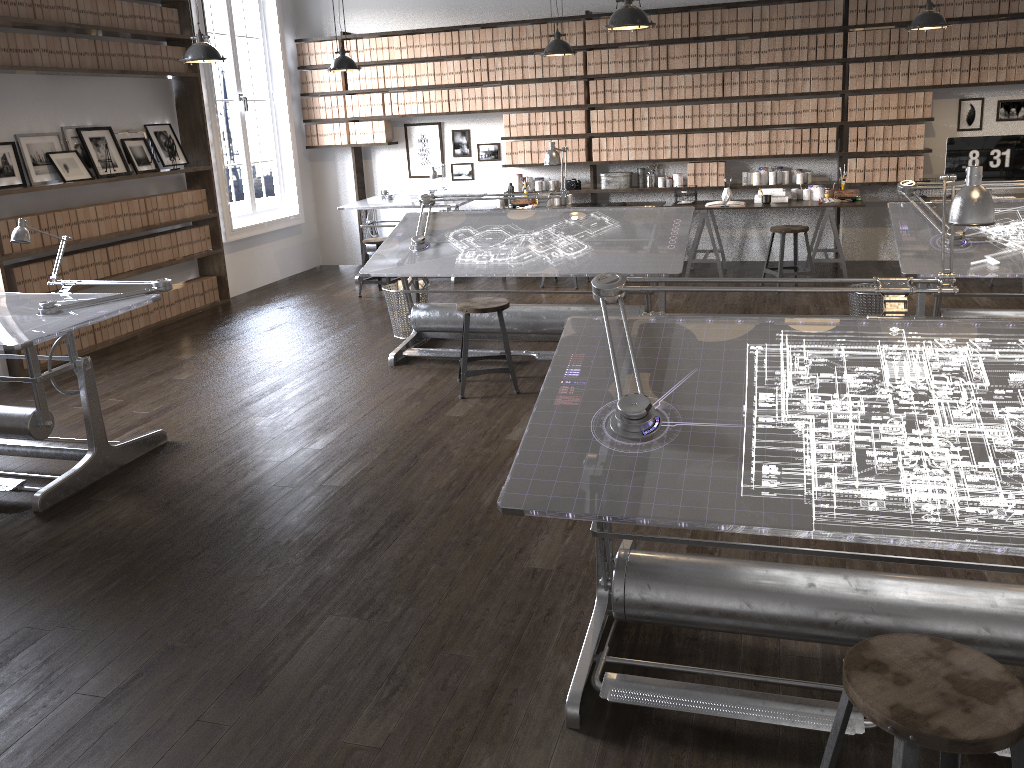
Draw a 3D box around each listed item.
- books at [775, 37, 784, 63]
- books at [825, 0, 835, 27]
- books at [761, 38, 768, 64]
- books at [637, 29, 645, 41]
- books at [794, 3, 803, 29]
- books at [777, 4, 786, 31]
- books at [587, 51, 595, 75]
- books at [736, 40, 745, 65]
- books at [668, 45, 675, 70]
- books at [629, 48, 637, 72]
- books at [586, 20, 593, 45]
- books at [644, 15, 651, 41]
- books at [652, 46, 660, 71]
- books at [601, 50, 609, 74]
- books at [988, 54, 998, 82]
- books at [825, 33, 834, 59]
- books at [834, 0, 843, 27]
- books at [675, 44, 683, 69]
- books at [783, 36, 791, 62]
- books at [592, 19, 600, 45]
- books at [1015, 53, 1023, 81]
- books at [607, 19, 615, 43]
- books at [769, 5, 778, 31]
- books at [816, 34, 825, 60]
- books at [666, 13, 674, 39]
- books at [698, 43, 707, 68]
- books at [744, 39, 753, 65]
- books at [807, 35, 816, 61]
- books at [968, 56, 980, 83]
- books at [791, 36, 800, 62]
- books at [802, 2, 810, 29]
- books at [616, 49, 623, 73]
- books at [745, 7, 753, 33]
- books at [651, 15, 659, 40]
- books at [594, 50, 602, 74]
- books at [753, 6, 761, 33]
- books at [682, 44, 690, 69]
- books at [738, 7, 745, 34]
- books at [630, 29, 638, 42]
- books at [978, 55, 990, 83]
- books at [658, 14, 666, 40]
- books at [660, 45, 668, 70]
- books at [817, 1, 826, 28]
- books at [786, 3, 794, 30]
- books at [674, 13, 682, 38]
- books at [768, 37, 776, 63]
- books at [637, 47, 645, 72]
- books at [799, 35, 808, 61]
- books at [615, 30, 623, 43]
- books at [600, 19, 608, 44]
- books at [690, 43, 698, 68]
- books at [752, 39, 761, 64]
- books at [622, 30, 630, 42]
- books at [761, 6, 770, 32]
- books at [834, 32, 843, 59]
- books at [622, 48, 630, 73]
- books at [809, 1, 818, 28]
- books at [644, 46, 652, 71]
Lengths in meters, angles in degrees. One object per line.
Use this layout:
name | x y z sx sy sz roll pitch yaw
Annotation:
books | 2.437 -3.038 8.069 0.067 0.223 0.177 1 16 17
books | 2.830 -3.289 7.885 0.067 0.223 0.176 1 16 17
books | 2.313 -3.043 8.109 0.067 0.223 0.177 1 16 17
books | 1.229 -3.349 8.361 0.067 0.223 0.177 1 16 17
books | 2.572 -3.298 7.959 0.067 0.223 0.177 1 16 17
books | 2.436 -3.304 8.002 0.067 0.223 0.177 1 16 17
books | 0.778 -3.103 8.572 0.067 0.223 0.176 1 16 17
books | 2.111 -3.052 8.174 0.067 0.223 0.176 1 16 17
books | 1.517 -3.075 8.351 0.067 0.223 0.177 1 16 17
books | 1.170 -3.088 8.454 0.067 0.223 0.177 1 16 17
books | 0.760 -3.367 8.502 0.067 0.223 0.177 1 16 17
books | 1.290 -3.347 8.344 0.067 0.223 0.177 1 16 17
books | 1.374 -3.080 8.393 0.067 0.223 0.177 1 16 17
books | 0.910 -3.096 8.526 0.067 0.223 0.177 1 16 17
books | 4.127 -2.718 7.634 0.067 0.223 0.177 1 16 17
books | 2.850 -3.024 7.952 0.067 0.223 0.177 1 16 17
books | 2.896 -3.285 7.861 0.067 0.223 0.176 1 16 17
books | 1.579 -3.072 8.330 0.067 0.223 0.177 1 16 17
books | 2.503 -3.037 8.055 0.067 0.223 0.177 1 16 17
books | 0.819 -3.363 8.480 0.067 0.223 0.177 1 16 17
books | 4.332 -2.712 7.578 0.067 0.223 0.177 1 16 17
books | 0.959 -3.359 8.441 0.067 0.223 0.176 1 16 17
books | 2.370 -3.307 8.024 0.067 0.223 0.176 1 16 17
books | 2.777 -3.025 7.968 0.067 0.223 0.177 1 16 17
books | 1.487 -3.340 8.286 0.067 0.223 0.176 1 16 17
books | 1.778 -3.064 8.269 0.067 0.223 0.176 1 16 17
books | 2.177 -3.049 8.152 0.067 0.223 0.177 1 16 17
books | 2.707 -3.030 7.995 0.067 0.223 0.177 1 16 17
books | 3.994 -2.723 7.675 0.067 0.223 0.177 1 16 17
books | 2.571 -3.035 8.035 0.067 0.223 0.176 1 16 17
books | 2.633 -3.296 7.943 0.067 0.223 0.177 1 16 17
books | 1.041 -3.092 8.491 0.067 0.223 0.177 1 16 17
books | 2.162 -3.312 8.078 0.067 0.223 0.177 1 16 17
books | 1.353 -3.343 8.321 0.067 0.223 0.177 1 16 17
books | 0.844 -3.100 8.550 0.067 0.223 0.177 1 16 17
books | 2.231 -3.310 8.058 0.067 0.223 0.177 1 16 17
books | 1.638 -3.068 8.307 0.067 0.223 0.177 1 16 17
books | 2.103 -3.316 8.100 0.067 0.223 0.177 1 16 17
books | 1.159 -3.351 8.379 0.067 0.223 0.177 1 16 17
books | 4.066 -2.722 7.659 0.067 0.223 0.177 1 16 17
books | 1.419 -3.342 8.307 0.067 0.223 0.177 1 16 17
books | 1.444 -3.076 8.367 0.067 0.223 0.177 1 16 17
books | 2.762 -3.292 7.905 0.067 0.223 0.177 1 16 17
books | 2.502 -3.300 7.978 0.067 0.223 0.177 1 16 17
books | 1.553 -3.336 8.262 0.067 0.223 0.176 1 16 17
books | 2.374 -3.042 8.093 0.067 0.223 0.177 1 16 17
books | 1.238 -3.085 8.433 0.067 0.223 0.176 1 16 17
books | 2.637 -3.031 8.011 0.067 0.223 0.176 1 16 17
books | 1.027 -3.357 8.425 0.067 0.223 0.176 1 16 17
books | 0.888 -3.360 8.459 0.067 0.223 0.177 1 16 17
books | 1.707 -3.065 8.287 0.067 0.223 0.177 1 16 17
books | 2.243 -3.046 8.128 0.067 0.223 0.177 1 16 17
books | 1.093 -3.354 8.403 0.067 0.223 0.177 1 16 17
books | 2.302 -3.308 8.040 0.067 0.223 0.176 1 16 17
books | 2.922 -3.021 7.928 0.067 0.223 0.177 1 16 17
books | 1.104 -3.088 8.468 0.067 0.223 0.177 1 16 17
books | 2.695 -3.292 7.919 0.067 0.223 0.177 1 16 17
books | 1.304 -3.081 8.409 0.067 0.223 0.176 1 16 17
